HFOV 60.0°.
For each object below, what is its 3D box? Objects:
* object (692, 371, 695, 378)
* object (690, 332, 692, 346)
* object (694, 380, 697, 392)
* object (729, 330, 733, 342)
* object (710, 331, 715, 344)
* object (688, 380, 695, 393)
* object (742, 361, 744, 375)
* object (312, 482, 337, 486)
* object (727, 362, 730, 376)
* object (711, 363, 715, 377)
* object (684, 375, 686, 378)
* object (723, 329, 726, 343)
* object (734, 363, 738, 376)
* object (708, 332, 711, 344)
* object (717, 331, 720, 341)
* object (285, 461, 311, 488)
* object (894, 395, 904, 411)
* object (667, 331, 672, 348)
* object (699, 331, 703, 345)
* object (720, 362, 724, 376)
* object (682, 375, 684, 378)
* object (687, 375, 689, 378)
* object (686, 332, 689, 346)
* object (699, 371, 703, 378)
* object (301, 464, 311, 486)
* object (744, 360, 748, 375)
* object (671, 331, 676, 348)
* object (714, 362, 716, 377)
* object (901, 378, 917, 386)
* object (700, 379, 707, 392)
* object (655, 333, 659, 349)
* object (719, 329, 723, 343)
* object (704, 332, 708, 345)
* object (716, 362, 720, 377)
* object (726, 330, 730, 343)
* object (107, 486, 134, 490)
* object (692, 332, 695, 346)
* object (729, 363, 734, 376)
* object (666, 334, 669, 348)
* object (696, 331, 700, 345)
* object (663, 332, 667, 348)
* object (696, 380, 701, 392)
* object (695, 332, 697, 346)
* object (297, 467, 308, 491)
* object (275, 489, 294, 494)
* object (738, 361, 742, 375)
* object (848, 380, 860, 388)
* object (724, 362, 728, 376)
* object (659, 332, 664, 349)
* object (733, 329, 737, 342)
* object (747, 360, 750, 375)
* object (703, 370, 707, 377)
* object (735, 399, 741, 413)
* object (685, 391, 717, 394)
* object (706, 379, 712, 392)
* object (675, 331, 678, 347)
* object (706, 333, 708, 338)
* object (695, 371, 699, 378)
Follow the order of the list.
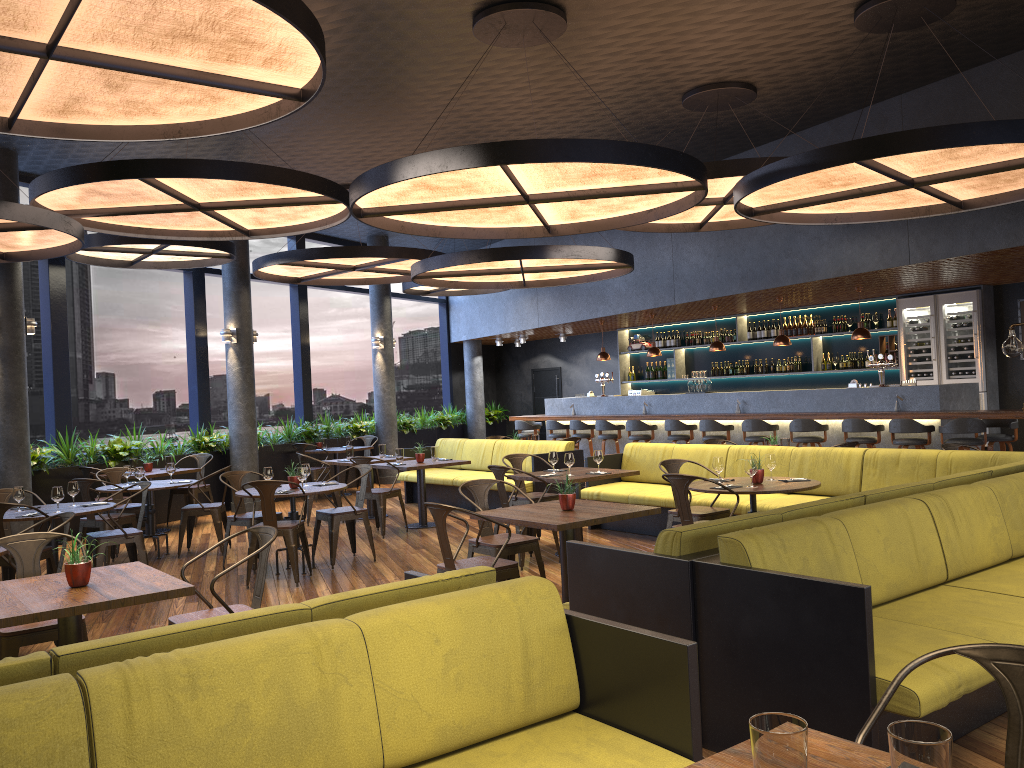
[{"bbox_3d":[3.309,-0.172,16.141,0.084,0.119,0.084,-3,-1,8],"label":"object"},{"bbox_3d":[3.286,-0.816,16.201,0.063,0.254,0.063,-3,-1,30],"label":"object"},{"bbox_3d":[2.868,0.040,13.786,0.105,0.209,0.105,-3,-1,-3],"label":"object"},{"bbox_3d":[3.825,-0.830,15.467,0.068,0.217,0.068,-2,-1,-33],"label":"object"},{"bbox_3d":[3.559,-0.818,15.708,0.088,0.224,0.088,-2,-1,-43],"label":"object"},{"bbox_3d":[2.775,0.044,13.730,0.105,0.209,0.105,-3,-1,-3],"label":"object"},{"bbox_3d":[3.999,-0.278,15.345,0.063,0.254,0.063,-3,-1,-5],"label":"object"},{"bbox_3d":[-1.778,0.947,8.374,0.255,0.019,0.157,-2,-1,-39],"label":"object"},{"bbox_3d":[3.823,-0.267,15.642,0.063,0.254,0.063,-3,-1,25],"label":"object"},{"bbox_3d":[3.565,-0.254,15.738,0.063,0.254,0.063,-3,-1,25],"label":"object"},{"bbox_3d":[3.172,-0.135,16.231,0.042,0.059,0.042,-3,-1,14],"label":"object"},{"bbox_3d":[3.750,-0.843,15.611,0.063,0.254,0.063,-3,-1,-10],"label":"object"},{"bbox_3d":[3.928,-0.258,15.486,0.088,0.224,0.088,-3,-1,27],"label":"object"},{"bbox_3d":[3.529,-0.812,15.854,0.068,0.217,0.068,-3,-1,-18],"label":"object"},{"bbox_3d":[3.648,-0.822,15.766,0.088,0.224,0.088,-2,-1,-43],"label":"object"},{"bbox_3d":[-2.013,0.827,8.210,0.260,0.271,0.238,-3,-1,1],"label":"object"},{"bbox_3d":[4.728,0.230,10.863,0.114,0.203,0.069,-3,-1,-3],"label":"object"},{"bbox_3d":[2.930,-0.826,16.501,0.085,0.310,0.086,-3,-1,-19],"label":"object"},{"bbox_3d":[3.412,-0.823,16.055,0.063,0.254,0.063,-3,-1,0],"label":"object"},{"bbox_3d":[3.711,-0.261,15.709,0.063,0.254,0.063,-3,-1,10],"label":"object"},{"bbox_3d":[3.144,-0.133,16.328,0.042,0.059,0.042,-3,-1,14],"label":"object"},{"bbox_3d":[3.215,-0.137,16.235,0.042,0.059,0.042,-3,-1,14],"label":"object"},{"bbox_3d":[3.194,-0.812,16.144,0.063,0.254,0.063,-3,-1,35],"label":"object"},{"bbox_3d":[3.413,-0.178,16.005,0.084,0.119,0.084,-3,-1,8],"label":"object"},{"bbox_3d":[-1.953,0.862,8.405,0.097,0.206,0.097,-3,-1,24],"label":"object"},{"bbox_3d":[4.008,-0.280,15.189,0.063,0.254,0.063,-3,-1,5],"label":"object"},{"bbox_3d":[2.991,-0.830,16.418,0.085,0.310,0.086,-3,-1,-4],"label":"object"},{"bbox_3d":[3.636,-0.257,15.807,0.063,0.254,0.063,-3,-1,45],"label":"object"},{"bbox_3d":[4.893,-0.022,10.937,0.177,0.091,0.091,-3,-1,28],"label":"object"},{"bbox_3d":[2.923,0.035,13.531,0.105,0.209,0.105,-3,-1,-3],"label":"object"},{"bbox_3d":[2.749,-0.816,16.734,0.085,0.310,0.086,-3,-1,-4],"label":"object"},{"bbox_3d":[3.672,-0.840,15.567,0.063,0.254,0.063,-3,-1,10],"label":"object"},{"bbox_3d":[3.450,-0.809,15.804,0.068,0.217,0.068,-3,-1,42],"label":"object"},{"bbox_3d":[3.626,-0.258,15.658,0.063,0.254,0.063,-3,-1,40],"label":"object"},{"bbox_3d":[3.747,-0.827,15.416,0.068,0.217,0.068,-3,-1,37],"label":"object"},{"bbox_3d":[-3.980,1.057,9.048,0.157,0.019,0.255,-3,-1,29],"label":"object"},{"bbox_3d":[3.286,-0.817,16.070,0.063,0.254,0.063,-3,-1,25],"label":"object"},{"bbox_3d":[3.821,-0.254,15.439,0.088,0.224,0.088,-2,-1,-23],"label":"object"},{"bbox_3d":[2.939,-0.825,16.635,0.085,0.310,0.086,-3,-1,-10],"label":"object"},{"bbox_3d":[3.347,-0.821,15.961,0.063,0.254,0.063,-3,-1,-20],"label":"object"},{"bbox_3d":[2.881,-0.822,16.713,0.085,0.310,0.086,-2,-1,-26],"label":"object"},{"bbox_3d":[2.887,0.038,13.664,0.105,0.209,0.105,-3,-1,-3],"label":"object"},{"bbox_3d":[3.345,-0.820,16.130,0.063,0.254,0.063,-3,-1,25],"label":"object"},{"bbox_3d":[-1.886,0.855,7.972,0.097,0.206,0.097,-2,-1,-31],"label":"object"},{"bbox_3d":[-2.023,0.954,7.869,0.157,0.019,0.255,-3,-1,5],"label":"object"},{"bbox_3d":[3.931,-0.275,15.303,0.063,0.254,0.063,-3,-1,-20],"label":"object"},{"bbox_3d":[4.242,0.010,11.821,0.200,0.106,0.766,-2,-1,-37],"label":"object"},{"bbox_3d":[3.755,-0.264,15.585,0.063,0.254,0.063,-3,-1,-10],"label":"object"},{"bbox_3d":[2.804,-0.819,16.659,0.085,0.310,0.086,-3,-1,-10],"label":"object"},{"bbox_3d":[3.858,-0.836,15.317,0.088,0.224,0.088,-2,-1,-23],"label":"object"},{"bbox_3d":[4.060,-0.282,15.257,0.063,0.254,0.063,-3,-1,25],"label":"object"},{"bbox_3d":[3.466,-0.182,15.936,0.084,0.119,0.084,-3,-1,8],"label":"object"},{"bbox_3d":[3.260,0.316,12.769,0.114,0.203,0.069,-3,-1,42],"label":"object"},{"bbox_3d":[2.916,0.132,13.676,0.273,0.019,0.437,-2,-1,-37],"label":"object"},{"bbox_3d":[3.010,0.032,13.606,0.105,0.209,0.105,-3,-1,-3],"label":"object"},{"bbox_3d":[3.066,-0.833,16.476,0.085,0.310,0.086,-3,-1,3],"label":"object"},{"bbox_3d":[3.500,-0.810,15.935,0.068,0.217,0.068,-2,-1,-33],"label":"object"},{"bbox_3d":[3.360,-0.175,16.074,0.084,0.119,0.084,-3,-1,8],"label":"object"}]
